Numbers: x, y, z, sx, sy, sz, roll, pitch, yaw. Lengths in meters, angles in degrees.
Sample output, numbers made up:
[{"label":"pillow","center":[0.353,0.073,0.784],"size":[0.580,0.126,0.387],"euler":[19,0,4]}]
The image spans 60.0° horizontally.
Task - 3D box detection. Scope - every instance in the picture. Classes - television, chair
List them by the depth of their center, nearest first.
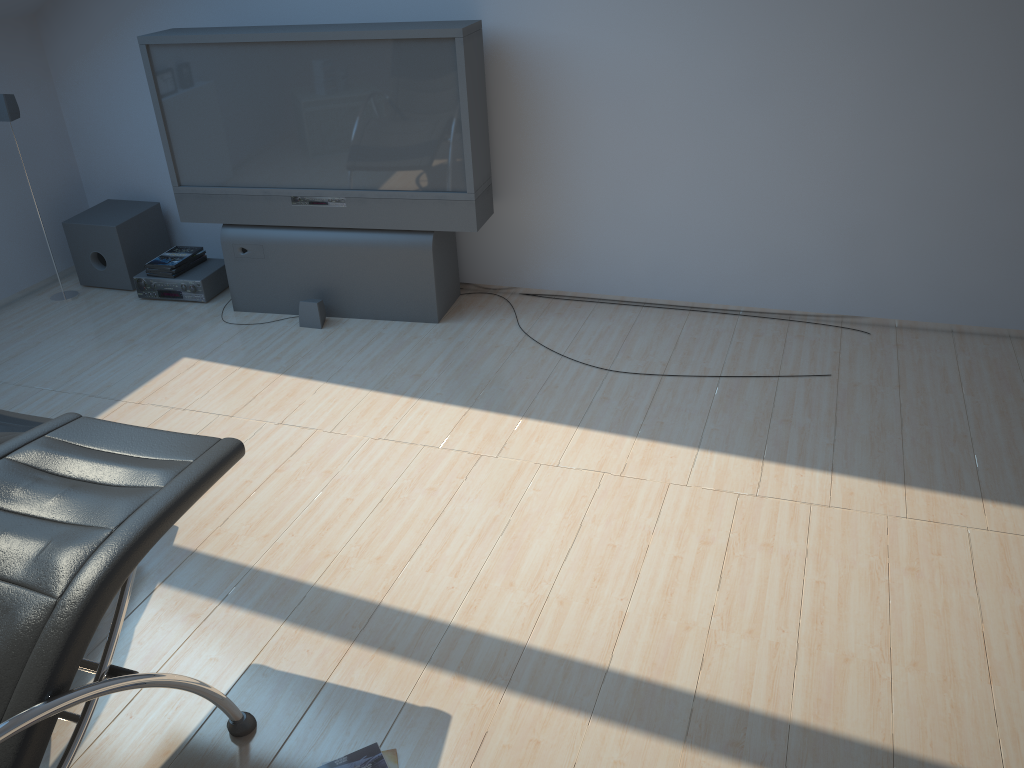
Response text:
[{"label":"chair","center":[-1.346,0.787,1.712],"size":[0.836,0.953,2.114],"euler":[7,30,18]},{"label":"chair","center":[-2.101,0.309,2.369],"size":[0.836,1.251,1.938],"euler":[7,30,18]},{"label":"television","center":[-0.961,-1.091,4.646],"size":[1.686,1.446,0.400],"euler":[4,29,14]}]

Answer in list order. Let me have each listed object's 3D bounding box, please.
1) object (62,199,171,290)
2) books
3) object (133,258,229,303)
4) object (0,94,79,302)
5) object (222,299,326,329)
[{"label":"object","center":[-2.402,-0.859,5.433],"size":[0.400,0.424,0.401],"euler":[7,30,18]},{"label":"books","center":[-1.113,0.288,3.391],"size":[1.045,0.222,4.790],"euler":[-9,29,-10]},{"label":"object","center":[-1.930,-0.621,5.248],"size":[0.450,0.138,0.358],"euler":[4,29,14]},{"label":"object","center":[-2.703,-1.039,5.021],"size":[0.160,1.181,0.158],"euler":[7,30,18]},{"label":"object","center":[-1.485,-0.497,4.979],"size":[0.394,0.141,1.163],"euler":[-25,35,-35]}]
